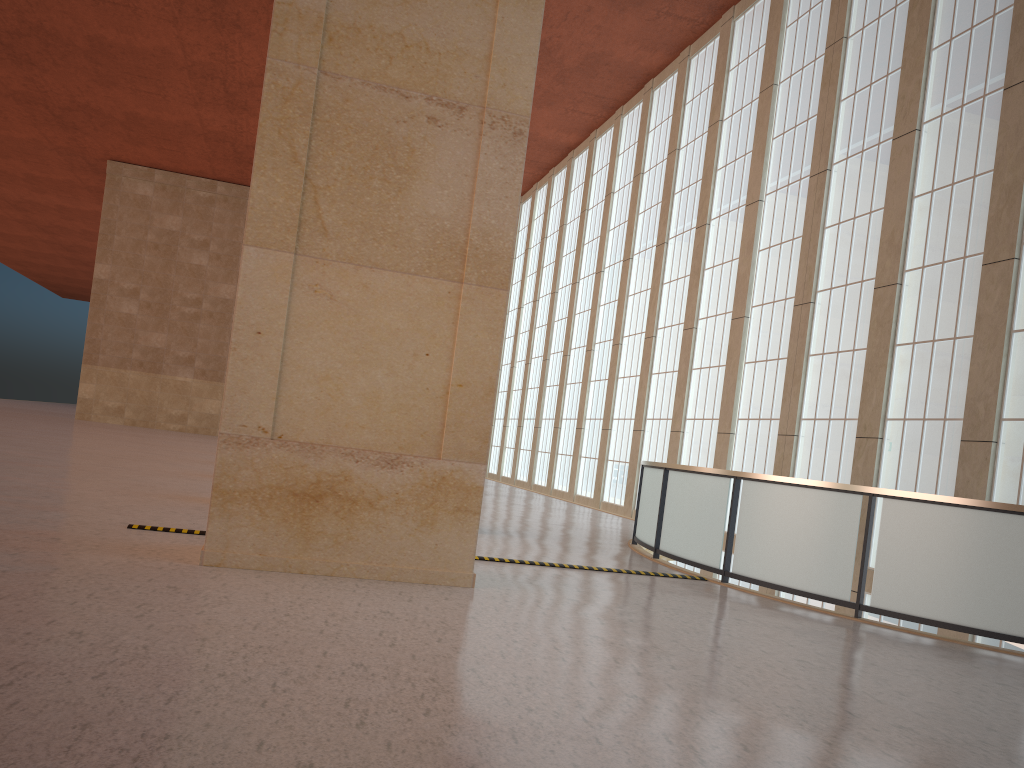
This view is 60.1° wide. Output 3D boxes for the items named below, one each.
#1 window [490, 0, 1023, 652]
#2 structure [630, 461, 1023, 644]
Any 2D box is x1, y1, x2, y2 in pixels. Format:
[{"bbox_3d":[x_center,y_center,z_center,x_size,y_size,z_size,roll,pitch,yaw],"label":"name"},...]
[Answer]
[{"bbox_3d":[-7.632,3.406,79.499,0.010,28.608,164.880,7,-4,-15],"label":"window"},{"bbox_3d":[5.472,2.618,15.270,5.263,1.793,13.059,9,-4,-25],"label":"structure"}]
